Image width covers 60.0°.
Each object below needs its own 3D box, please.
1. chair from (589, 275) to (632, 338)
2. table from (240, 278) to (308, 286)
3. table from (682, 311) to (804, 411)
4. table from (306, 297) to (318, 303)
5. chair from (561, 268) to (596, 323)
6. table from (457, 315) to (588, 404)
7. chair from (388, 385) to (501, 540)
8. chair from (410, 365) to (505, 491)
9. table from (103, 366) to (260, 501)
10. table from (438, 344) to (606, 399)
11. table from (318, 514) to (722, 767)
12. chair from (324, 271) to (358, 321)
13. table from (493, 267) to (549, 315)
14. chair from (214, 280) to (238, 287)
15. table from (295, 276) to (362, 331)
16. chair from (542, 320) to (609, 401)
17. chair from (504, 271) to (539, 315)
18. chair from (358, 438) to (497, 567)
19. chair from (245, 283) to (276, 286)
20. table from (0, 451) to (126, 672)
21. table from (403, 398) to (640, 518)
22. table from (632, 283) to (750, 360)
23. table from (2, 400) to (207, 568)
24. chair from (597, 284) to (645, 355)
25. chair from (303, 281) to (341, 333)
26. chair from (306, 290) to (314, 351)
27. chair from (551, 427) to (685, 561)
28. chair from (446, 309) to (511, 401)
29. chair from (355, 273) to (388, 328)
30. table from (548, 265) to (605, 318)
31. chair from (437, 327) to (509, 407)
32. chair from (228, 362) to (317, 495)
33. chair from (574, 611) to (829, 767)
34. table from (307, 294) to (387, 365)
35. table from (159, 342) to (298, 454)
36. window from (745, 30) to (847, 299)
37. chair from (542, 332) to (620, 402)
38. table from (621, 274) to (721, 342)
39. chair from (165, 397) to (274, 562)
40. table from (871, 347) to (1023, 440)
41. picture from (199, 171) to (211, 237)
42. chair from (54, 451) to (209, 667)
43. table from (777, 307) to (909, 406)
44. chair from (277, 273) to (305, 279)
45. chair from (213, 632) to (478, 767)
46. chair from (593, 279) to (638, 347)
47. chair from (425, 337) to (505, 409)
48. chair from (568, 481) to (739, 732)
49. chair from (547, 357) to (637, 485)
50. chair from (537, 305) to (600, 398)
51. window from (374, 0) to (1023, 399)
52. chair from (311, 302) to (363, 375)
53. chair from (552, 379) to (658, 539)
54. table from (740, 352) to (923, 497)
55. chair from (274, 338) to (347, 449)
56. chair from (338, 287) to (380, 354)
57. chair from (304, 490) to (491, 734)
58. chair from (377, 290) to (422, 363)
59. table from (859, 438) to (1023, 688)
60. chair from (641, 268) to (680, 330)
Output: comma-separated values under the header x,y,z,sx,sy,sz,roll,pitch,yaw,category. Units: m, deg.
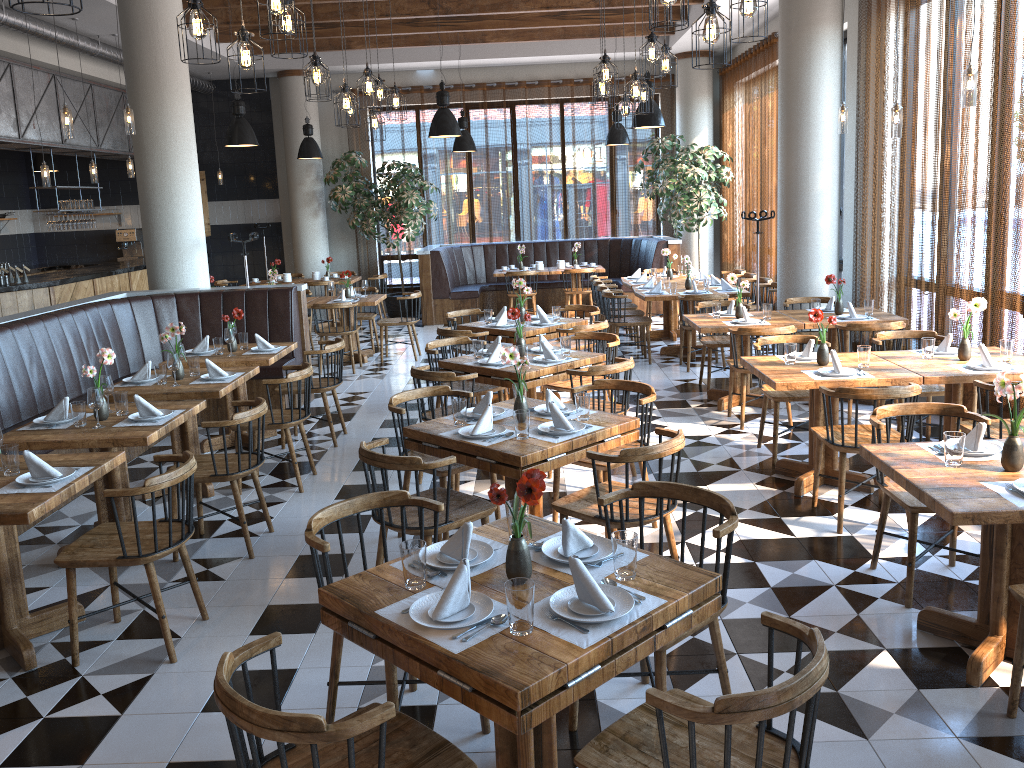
x,y,z,sx,sy,sz,roll,pitch,yaw,category
1.319,-1.035,11.806,0.549,0.811,0.523,-2,10,1,chair
-3.672,-1.212,13.826,0.850,0.758,0.856,-2,11,1,table
2.003,-0.196,7.787,0.850,0.758,0.856,-2,11,1,table
-2.850,-0.626,10.855,0.850,0.758,0.856,-2,11,1,table
1.012,-1.344,13.349,0.519,0.811,0.554,-2,10,1,chair
0.109,-0.189,8.149,0.868,0.758,0.867,-13,15,-43,table
-0.385,0.464,5.002,0.522,0.811,0.551,-12,14,-43,chair
-0.373,0.268,5.937,0.552,0.811,0.521,-12,14,-43,chair
-2.248,0.346,6.084,0.850,0.758,0.856,-2,11,1,table
0.086,0.184,6.374,0.868,0.758,0.867,-13,15,-43,table
0.037,0.958,2.686,0.868,0.758,0.867,-13,15,-43,table
-2.778,-1.404,14.429,0.519,0.811,0.554,-2,10,1,chair
0.160,-1.412,13.981,0.850,0.758,0.856,-2,11,1,table
-4.315,-1.211,13.826,0.549,0.811,0.523,-2,10,1,chair
-2.819,-1.246,13.808,0.850,0.758,0.856,-2,11,1,table
0.561,-0.141,7.693,0.522,0.811,0.551,-12,14,-43,chair
0.154,-1.310,13.366,0.519,0.811,0.554,-2,10,1,chair
-0.397,0.653,4.103,0.552,0.811,0.521,-12,14,-43,chair
-3.653,-1.101,13.164,0.519,0.811,0.554,-2,10,1,chair
-2.277,0.801,3.920,0.850,0.758,0.856,-2,11,1,table
0.062,0.569,4.540,0.868,0.758,0.867,-13,15,-43,table
2.041,-0.716,10.262,1.215,0.758,1.223,-2,11,5,table
-2.262,0.572,5.009,0.850,0.758,0.856,-2,11,1,table
1.303,-0.781,10.597,0.549,0.811,0.523,-2,10,1,chair
-2.795,-1.135,13.147,0.519,0.811,0.554,-2,10,1,chair
-2.847,-0.789,11.504,0.519,0.811,0.554,-2,10,1,chair
0.513,0.617,4.084,0.522,0.811,0.551,-12,14,-43,chair
-0.337,-0.293,8.611,0.522,0.811,0.551,-12,14,-43,chair
-2.184,-1.293,13.771,0.549,0.811,0.523,-2,10,1,chair
1.013,-1.446,13.964,0.850,0.758,0.856,-2,11,1,table
-0.350,-0.105,7.712,0.552,0.811,0.521,-12,14,-43,chair
-1.617,0.294,6.072,0.549,0.811,0.523,-2,10,1,chair
0.489,1.009,2.219,0.522,0.811,0.551,-12,14,-43,chair
-1.998,-0.660,10.838,0.850,0.758,0.856,-2,11,1,table
-2.234,0.118,7.172,0.850,0.758,0.856,-2,11,1,table
3.676,-2.710,11.836,0.365,3.143,5.004,-2,11,1,window
0.550,0.043,6.818,0.552,0.811,0.521,-12,14,-43,chair
2.058,-0.977,11.506,1.215,0.758,1.223,-2,11,5,table
-1.632,0.522,4.986,0.549,0.811,0.523,-2,10,1,chair
2.829,0.226,5.598,0.850,0.758,0.856,-2,11,1,table
-5.748,-3.085,15.330,0.980,1.134,0.021,-2,10,1,picture
-1.646,0.751,3.899,0.549,0.811,0.523,-2,10,1,chair
2.858,-0.230,7.770,0.850,0.758,0.856,-2,11,1,table
-3.636,-1.370,14.446,0.519,0.811,0.554,-2,10,1,chair
-0.413,1.049,2.216,0.552,0.811,0.521,-12,14,-43,chair
1.311,-0.915,11.238,0.549,0.811,0.523,-2,10,1,chair
-0.361,0.079,6.836,0.522,0.811,0.551,-12,14,-43,chair
0.501,0.820,3.118,0.552,0.811,0.521,-12,14,-43,chair
0.538,0.232,5.918,0.522,0.811,0.551,-12,14,-43,chair
0.573,-0.329,8.593,0.552,0.811,0.521,-12,14,-43,chair
2.600,-2.171,9.487,4.499,3.142,15.219,-7,13,-21,window
-1.998,-0.548,10.176,0.519,0.811,0.554,-2,10,1,chair
0.526,0.428,4.983,0.552,0.811,0.521,-12,14,-43,chair
1.974,0.260,5.615,0.850,0.758,0.856,-2,11,1,table
-1.603,0.066,7.159,0.549,0.811,0.523,-2,10,1,chair
-1.980,-0.823,11.487,0.519,0.811,0.554,-2,10,1,chair
-0.410,0.856,3.137,0.522,0.811,0.551,-12,14,-43,chair
-1.356,-0.708,10.806,0.549,0.811,0.523,-2,10,1,chair
1.946,0.706,3.489,0.850,0.758,0.856,-2,11,1,table
2.071,-1.170,12.295,0.519,0.811,0.554,-2,10,1,chair
